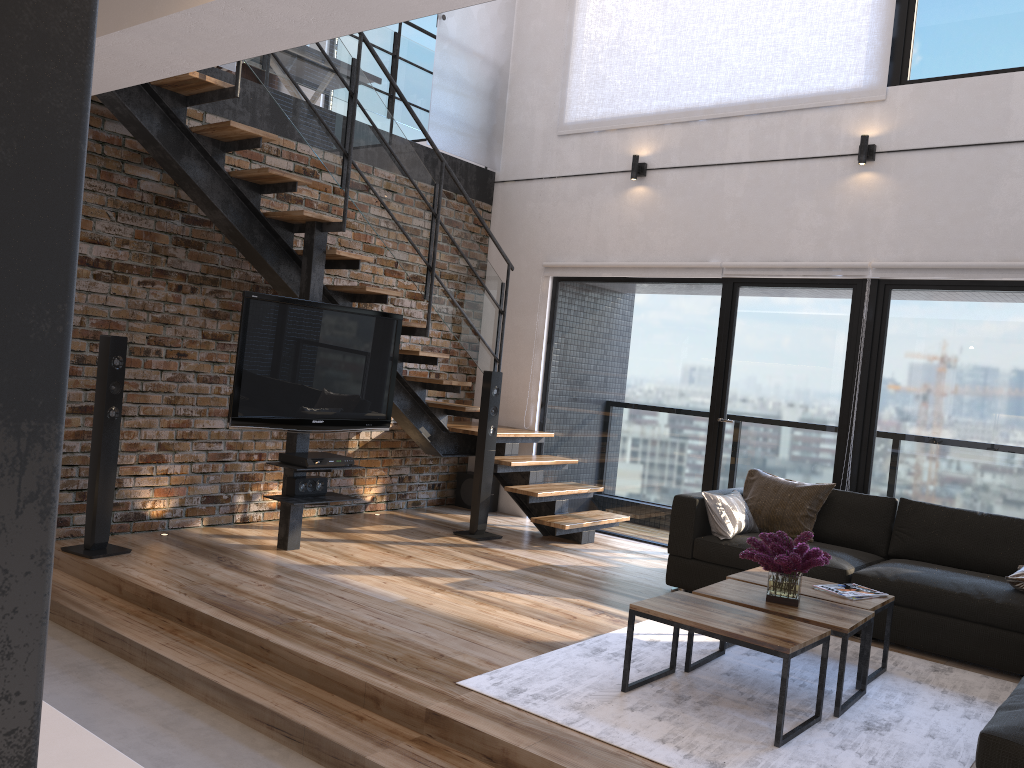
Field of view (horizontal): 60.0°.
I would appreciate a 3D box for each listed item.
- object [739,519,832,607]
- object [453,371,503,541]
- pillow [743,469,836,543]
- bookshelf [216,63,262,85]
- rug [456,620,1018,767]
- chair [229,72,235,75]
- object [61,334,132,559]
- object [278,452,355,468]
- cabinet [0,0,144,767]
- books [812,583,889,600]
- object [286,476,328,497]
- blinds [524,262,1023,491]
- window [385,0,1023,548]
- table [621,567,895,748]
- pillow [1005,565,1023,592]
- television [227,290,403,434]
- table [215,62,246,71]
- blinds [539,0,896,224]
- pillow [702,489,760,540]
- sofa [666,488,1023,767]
[{"bbox_3d":[1.169,0.753,3.759,0.341,0.343,0.375,6,2,39],"label":"object"},{"bbox_3d":[-0.192,0.509,6.420,0.270,1.207,0.271,7,2,43],"label":"object"},{"bbox_3d":[1.661,0.751,5.530,0.609,0.382,0.265,6,2,38],"label":"pillow"},{"bbox_3d":[-3.520,-3.348,8.729,0.307,2.282,2.718,7,2,38],"label":"bookshelf"},{"bbox_3d":[1.074,1.268,3.737,1.635,0.003,2.114,6,1,38],"label":"rug"},{"bbox_3d":[-2.448,-2.488,7.431,0.580,0.822,0.556,6,2,25],"label":"chair"},{"bbox_3d":[-2.250,0.334,4.905,0.271,1.207,0.271,6,2,28],"label":"object"},{"bbox_3d":[-1.169,0.457,5.325,0.274,0.058,0.360,6,1,38],"label":"object"},{"bbox_3d":[-2.063,-0.224,0.912,9.107,2.873,2.474,6,1,38],"label":"cabinet"},{"bbox_3d":[1.553,0.951,4.067,0.295,0.013,0.228,5,1,-31],"label":"books"},{"bbox_3d":[-1.244,0.621,5.383,0.088,0.112,0.247,7,1,38],"label":"object"},{"bbox_3d":[2.256,0.221,5.792,5.364,2.045,0.096,6,2,38],"label":"blinds"},{"bbox_3d":[1.206,-1.323,4.581,13.386,5.569,5.666,6,1,38],"label":"window"},{"bbox_3d":[1.109,1.095,3.764,0.696,0.350,1.299,6,1,38],"label":"table"},{"bbox_3d":[2.698,0.990,4.437,0.355,0.178,0.531,6,1,36],"label":"pillow"},{"bbox_3d":[-1.166,-0.095,5.333,0.136,0.783,1.207,7,2,38],"label":"television"},{"bbox_3d":[-1.996,-2.345,7.019,0.743,0.636,1.861,6,1,38],"label":"table"},{"bbox_3d":[0.047,-2.839,6.480,10.199,2.977,1.995,6,1,16],"label":"blinds"},{"bbox_3d":[1.329,0.788,5.360,0.212,0.266,0.499,7,1,39],"label":"pillow"},{"bbox_3d":[1.819,0.987,3.971,3.041,0.701,3.000,6,1,38],"label":"sofa"}]
